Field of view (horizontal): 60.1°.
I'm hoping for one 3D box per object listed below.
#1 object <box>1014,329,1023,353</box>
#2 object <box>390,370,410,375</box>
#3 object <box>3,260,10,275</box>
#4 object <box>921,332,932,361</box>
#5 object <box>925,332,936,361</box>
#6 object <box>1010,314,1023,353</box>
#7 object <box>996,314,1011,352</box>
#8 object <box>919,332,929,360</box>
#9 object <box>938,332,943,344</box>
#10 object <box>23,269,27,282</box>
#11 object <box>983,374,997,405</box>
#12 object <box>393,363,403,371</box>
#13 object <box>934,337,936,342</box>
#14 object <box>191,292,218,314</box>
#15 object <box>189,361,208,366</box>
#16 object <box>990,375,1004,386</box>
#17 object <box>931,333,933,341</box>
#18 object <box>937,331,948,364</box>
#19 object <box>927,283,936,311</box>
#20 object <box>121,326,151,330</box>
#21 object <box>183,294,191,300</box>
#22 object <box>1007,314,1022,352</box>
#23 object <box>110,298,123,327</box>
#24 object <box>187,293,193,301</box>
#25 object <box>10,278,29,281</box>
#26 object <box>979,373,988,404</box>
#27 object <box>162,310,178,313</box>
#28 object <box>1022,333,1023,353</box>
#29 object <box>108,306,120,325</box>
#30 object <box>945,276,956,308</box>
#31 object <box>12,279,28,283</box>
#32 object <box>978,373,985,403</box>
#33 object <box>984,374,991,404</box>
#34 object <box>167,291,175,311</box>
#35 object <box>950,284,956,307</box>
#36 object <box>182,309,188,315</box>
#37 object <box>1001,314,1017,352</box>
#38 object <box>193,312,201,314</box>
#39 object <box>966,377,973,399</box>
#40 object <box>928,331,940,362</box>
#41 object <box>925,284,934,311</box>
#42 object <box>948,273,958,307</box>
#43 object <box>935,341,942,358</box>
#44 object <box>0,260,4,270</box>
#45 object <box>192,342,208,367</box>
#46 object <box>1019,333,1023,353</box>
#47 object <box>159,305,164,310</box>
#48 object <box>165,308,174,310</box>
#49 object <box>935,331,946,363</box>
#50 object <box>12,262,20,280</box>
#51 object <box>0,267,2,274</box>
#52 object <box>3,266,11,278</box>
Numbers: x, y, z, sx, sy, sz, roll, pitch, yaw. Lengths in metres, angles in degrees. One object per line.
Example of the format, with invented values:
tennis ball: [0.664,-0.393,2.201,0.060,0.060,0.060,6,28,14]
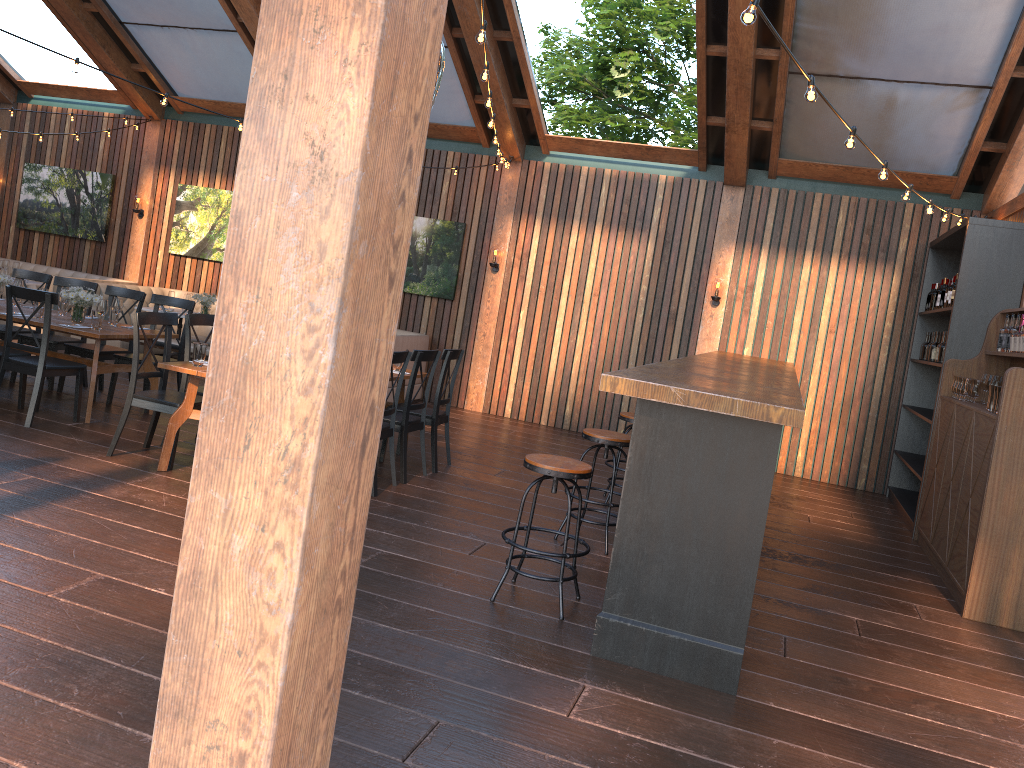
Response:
object: [3.891,-0.376,6.696,0.138,0.310,0.138,10,3,17]
object: [-1.012,-0.111,7.580,0.256,0.019,0.157,11,6,17]
object: [-6.863,-1.559,11.988,0.092,0.244,0.093,8,3,-25]
object: [4.423,-0.400,9.411,0.094,0.308,0.094,8,2,-18]
object: [4.303,-0.383,9.055,0.095,0.308,0.094,11,3,38]
object: [3.942,-0.383,6.845,0.139,0.310,0.138,10,3,21]
object: [4.067,-0.413,7.286,0.095,0.317,0.093,11,3,32]
object: [4.441,-0.406,9.500,0.094,0.308,0.094,10,3,22]
object: [4.270,-0.368,8.861,0.095,0.308,0.094,11,3,43]
object: [-6.566,-1.460,11.909,0.091,0.158,0.092,7,4,-37]
object: [3.777,0.051,6.969,0.092,0.244,0.092,9,3,-8]
object: [-0.998,-0.198,7.766,0.092,0.158,0.091,12,4,43]
object: [4.207,-0.370,8.790,0.094,0.308,0.094,10,2,18]
object: [-3.767,-0.982,10.885,0.338,0.308,0.328,12,5,39]
object: [-2.110,-0.143,6.190,0.256,0.019,0.157,11,6,17]
object: [3.753,0.058,6.865,0.092,0.244,0.092,9,3,-8]
object: [4.528,-0.400,9.574,0.094,0.308,0.094,9,2,4]
object: [4.037,-0.341,8.245,0.094,0.308,0.094,8,2,-18]
object: [4.432,-0.905,9.310,0.077,0.308,0.077,9,2,-5]
object: [-3.313,-0.498,7.760,0.158,0.019,0.255,11,6,17]
object: [-3.992,-0.981,10.846,0.092,0.244,0.093,8,3,-25]
object: [3.989,-0.395,6.988,0.095,0.317,0.094,10,3,27]
object: [-3.422,-0.618,7.650,0.092,0.244,0.093,8,3,-31]
object: [-4.061,-1.020,11.114,0.092,0.244,0.093,8,3,-25]
object: [-6.752,-1.438,12.095,0.158,0.019,0.255,11,6,17]
object: [3.842,0.040,7.171,0.093,0.244,0.092,11,3,37]
object: [-4.139,-0.880,10.747,0.158,0.019,0.255,11,6,17]
object: [3.788,-0.362,6.404,0.138,0.310,0.138,10,3,11]
object: [-3.484,-0.594,7.744,0.092,0.158,0.091,12,4,43]
object: [4.078,-0.844,8.192,0.077,0.306,0.077,11,3,33]
object: [-6.578,-1.374,11.745,0.256,0.019,0.157,11,6,17]
object: [3.882,0.036,7.277,0.093,0.244,0.092,11,3,37]
object: [3.817,0.047,7.063,0.092,0.244,0.092,9,3,-8]
object: [-4.216,-1.026,10.930,0.092,0.244,0.093,8,3,-25]
object: [3.996,-0.834,7.942,0.078,0.311,0.078,10,2,12]
object: [-3.963,-0.923,10.745,0.092,0.158,0.092,9,3,3]
object: [4.004,-0.404,7.093,0.095,0.317,0.094,10,2,12]
object: [-3.950,-0.899,11.221,0.158,0.019,0.255,11,6,17]
object: [3.835,0.042,7.431,0.070,0.185,0.070,10,3,21]
object: [4.159,-0.368,8.693,0.094,0.308,0.094,9,2,-1]
object: [4.575,-0.915,9.565,0.170,0.324,0.081,9,2,2]
object: [4.065,-0.851,8.107,0.087,0.333,0.088,9,2,-3]
object: [4.169,-0.354,8.572,0.094,0.308,0.094,10,2,17]
object: [-6.778,-1.516,11.710,0.092,0.244,0.092,10,3,20]
object: [-2.125,-0.198,6.014,0.092,0.158,0.091,12,4,43]
object: [3.839,-0.369,6.546,0.139,0.310,0.138,10,3,21]
object: [-4.325,-0.996,10.895,0.092,0.158,0.092,9,3,3]
object: [-4.335,-0.944,11.064,0.256,0.019,0.157,11,6,17]
object: [4.117,-0.351,8.462,0.094,0.308,0.094,10,2,14]
object: [-6.662,-1.514,11.872,0.092,0.244,0.093,8,3,-25]
object: [-6.750,-1.458,11.608,0.092,0.158,0.092,9,3,3]
object: [-6.905,-1.533,12.092,0.092,0.158,0.092,9,3,3]
